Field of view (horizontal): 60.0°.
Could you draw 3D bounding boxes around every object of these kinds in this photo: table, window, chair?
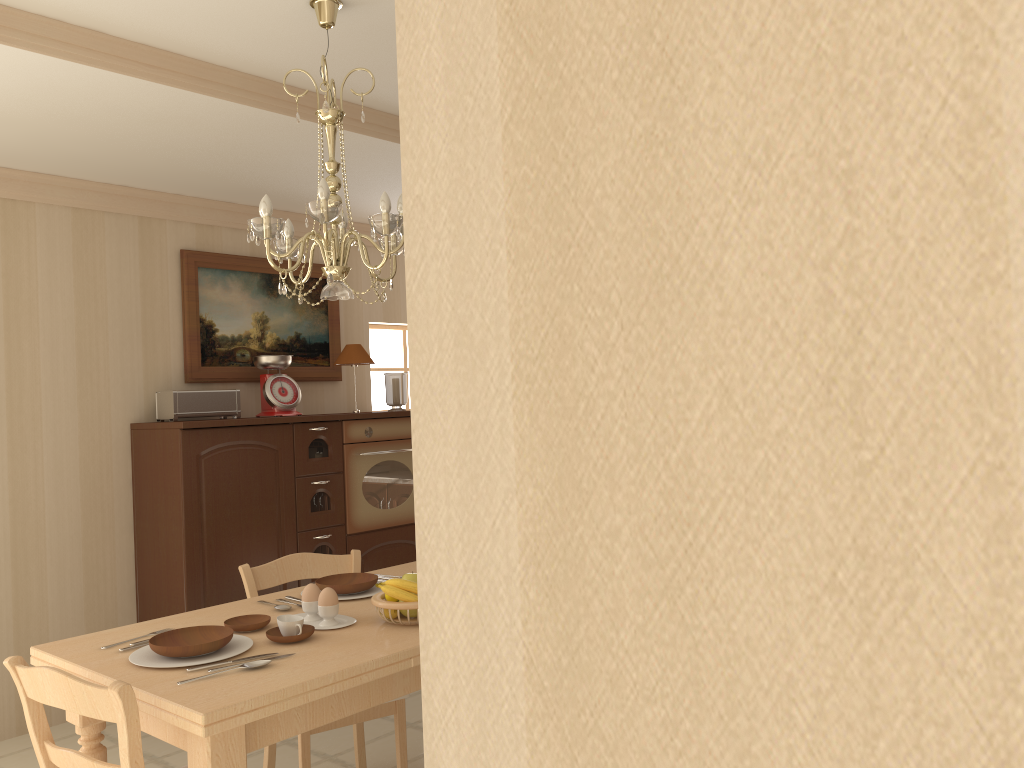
[{"bbox_3d":[-0.432,1.066,2.679,0.900,0.774,1.567,-3,-1,41],"label":"table"},{"bbox_3d":[-0.698,0.169,5.824,0.050,1.100,0.765,-3,-1,41],"label":"window"},{"bbox_3d":[-0.650,1.049,3.112,0.462,0.846,0.517,-2,-1,-32],"label":"chair"},{"bbox_3d":[-0.854,1.041,2.143,0.462,0.846,0.517,-3,-1,34],"label":"chair"}]

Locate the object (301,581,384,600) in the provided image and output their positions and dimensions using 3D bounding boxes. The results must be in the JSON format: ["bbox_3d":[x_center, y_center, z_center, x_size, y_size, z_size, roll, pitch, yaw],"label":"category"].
[{"bbox_3d":[-0.543,0.682,2.924,0.299,0.009,0.299,-3,-1,40],"label":"object"}]

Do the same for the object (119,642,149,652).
[{"bbox_3d":[-0.943,0.690,2.378,0.022,0.008,0.218,-3,-1,44],"label":"object"}]

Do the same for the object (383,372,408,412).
[{"bbox_3d":[-0.667,0.046,5.112,0.144,0.220,0.144,-3,-1,24],"label":"object"}]

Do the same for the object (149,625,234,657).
[{"bbox_3d":[-0.817,0.663,2.264,0.204,0.042,0.204,-3,-1,11],"label":"object"}]

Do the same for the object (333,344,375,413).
[{"bbox_3d":[-0.890,-0.030,5.024,0.235,0.388,0.237,-2,-1,-37],"label":"object"}]

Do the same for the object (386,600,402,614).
[{"bbox_3d":[-0.324,0.623,2.552,0.074,0.076,0.072,-3,-1,16],"label":"object"}]

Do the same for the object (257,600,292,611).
[{"bbox_3d":[-0.742,0.687,2.758,0.047,0.011,0.219,-2,-1,-40],"label":"object"}]

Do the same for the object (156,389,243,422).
[{"bbox_3d":[-1.557,0.106,4.426,0.192,0.150,0.360,-3,-1,41],"label":"object"}]

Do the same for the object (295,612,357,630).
[{"bbox_3d":[-0.553,0.677,2.530,0.245,0.005,0.157,-3,-1,38],"label":"object"}]

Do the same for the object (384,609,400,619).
[{"bbox_3d":[-0.339,0.638,2.495,0.046,0.046,0.055,-2,-1,-16],"label":"object"}]

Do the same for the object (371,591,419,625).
[{"bbox_3d":[-0.280,0.632,2.519,0.235,0.068,0.235,-2,-1,-1],"label":"object"}]

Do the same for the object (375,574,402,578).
[{"bbox_3d":[-0.417,0.684,3.147,0.218,0.004,0.028,-3,-1,31],"label":"object"}]

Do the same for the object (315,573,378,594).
[{"bbox_3d":[-0.544,0.664,2.925,0.204,0.042,0.204,-3,-1,41],"label":"object"}]

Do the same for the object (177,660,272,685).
[{"bbox_3d":[-0.669,0.672,2.074,0.219,0.011,0.047,-2,-1,-33],"label":"object"}]

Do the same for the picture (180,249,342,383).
[{"bbox_3d":[-1.348,-0.354,4.900,0.036,0.687,0.990,-3,-1,41],"label":"picture"}]

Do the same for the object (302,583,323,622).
[{"bbox_3d":[-0.579,0.628,2.563,0.058,0.104,0.058,-3,-1,20],"label":"object"}]

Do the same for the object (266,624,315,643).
[{"bbox_3d":[-0.587,0.666,2.352,0.126,0.026,0.127,-3,-1,32],"label":"object"}]

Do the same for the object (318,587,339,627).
[{"bbox_3d":[-0.517,0.625,2.498,0.058,0.104,0.058,-3,-1,20],"label":"object"}]

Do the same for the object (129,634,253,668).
[{"bbox_3d":[-0.816,0.682,2.264,0.299,0.009,0.299,-3,-1,20],"label":"object"}]

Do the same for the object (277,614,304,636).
[{"bbox_3d":[-0.583,0.649,2.346,0.063,0.055,0.119,-2,-1,-35],"label":"object"}]

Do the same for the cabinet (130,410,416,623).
[{"bbox_3d":[-1.132,0.844,4.699,0.538,1.349,1.513,-3,-1,41],"label":"cabinet"}]

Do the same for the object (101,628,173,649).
[{"bbox_3d":[-1.023,0.696,2.430,0.028,0.004,0.218,-3,-1,31],"label":"object"}]

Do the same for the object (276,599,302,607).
[{"bbox_3d":[-0.678,0.687,2.769,0.022,0.004,0.216,-1,-1,-43],"label":"object"}]

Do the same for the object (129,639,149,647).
[{"bbox_3d":[-0.948,0.691,2.434,0.018,0.008,0.212,-3,-1,36],"label":"object"}]

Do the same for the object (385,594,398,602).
[{"bbox_3d":[-0.335,0.591,2.506,0.045,0.053,0.051,-3,-1,30],"label":"object"}]

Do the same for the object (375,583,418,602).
[{"bbox_3d":[-0.287,0.597,2.455,0.176,0.094,0.064,-2,-1,-12],"label":"object"}]

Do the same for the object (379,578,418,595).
[{"bbox_3d":[-0.278,0.579,2.472,0.184,0.085,0.066,-2,-1,-11],"label":"object"}]

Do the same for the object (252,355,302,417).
[{"bbox_3d":[-1.249,0.012,4.688,0.218,0.317,0.263,-1,-1,-45],"label":"object"}]

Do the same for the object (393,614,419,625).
[{"bbox_3d":[-0.279,0.664,2.518,0.128,0.011,0.128,-2,-1,-8],"label":"object"}]

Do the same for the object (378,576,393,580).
[{"bbox_3d":[-0.405,0.680,3.082,0.212,0.008,0.018,-3,-1,41],"label":"object"}]

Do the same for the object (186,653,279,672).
[{"bbox_3d":[-0.679,0.675,2.161,0.221,0.008,0.023,-2,-1,-33],"label":"object"}]

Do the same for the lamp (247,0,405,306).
[{"bbox_3d":[-0.542,-0.739,2.657,0.501,0.982,0.502,-3,-1,11],"label":"lamp"}]

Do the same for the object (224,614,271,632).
[{"bbox_3d":[-0.741,0.674,2.487,0.126,0.026,0.127,-3,-1,32],"label":"object"}]

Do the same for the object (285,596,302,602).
[{"bbox_3d":[-0.652,0.685,2.793,0.023,0.008,0.221,-1,-1,-43],"label":"object"}]

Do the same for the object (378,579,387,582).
[{"bbox_3d":[-0.428,0.681,3.052,0.218,0.008,0.022,-3,-1,44],"label":"object"}]

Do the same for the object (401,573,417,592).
[{"bbox_3d":[-0.284,0.571,2.540,0.069,0.061,0.068,-2,-1,-32],"label":"object"}]

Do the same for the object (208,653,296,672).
[{"bbox_3d":[-0.627,0.675,2.151,0.216,0.004,0.022,-2,-1,-33],"label":"object"}]

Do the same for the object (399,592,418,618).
[{"bbox_3d":[-0.280,0.621,2.492,0.077,0.065,0.076,-3,-1,18],"label":"object"}]
